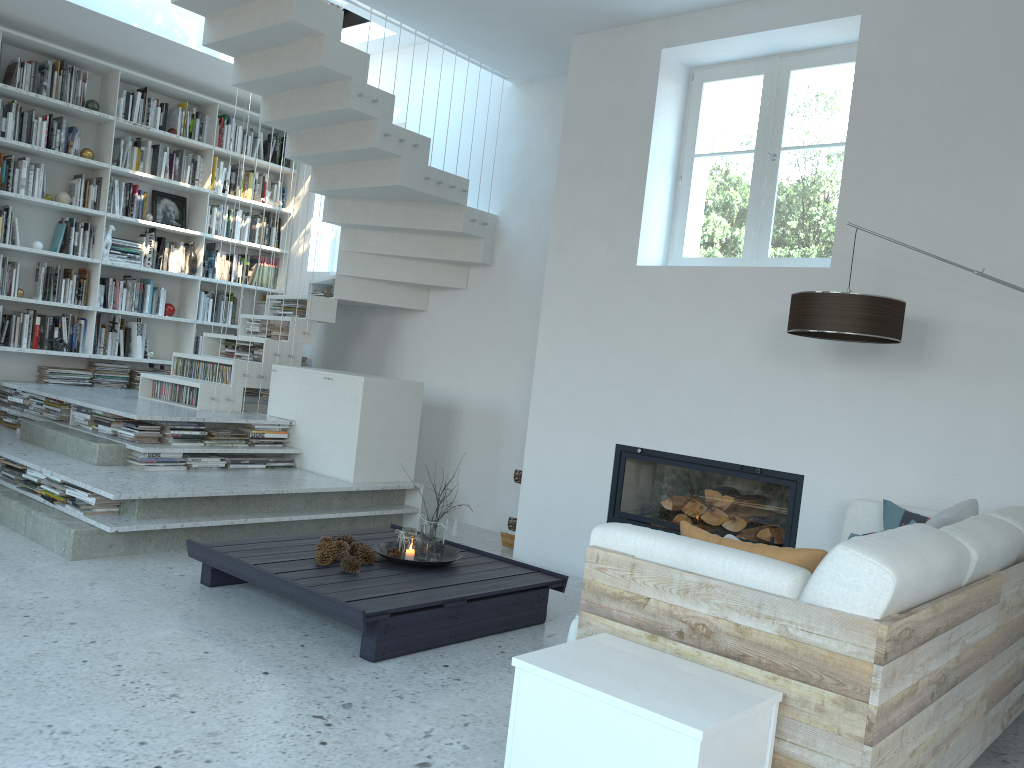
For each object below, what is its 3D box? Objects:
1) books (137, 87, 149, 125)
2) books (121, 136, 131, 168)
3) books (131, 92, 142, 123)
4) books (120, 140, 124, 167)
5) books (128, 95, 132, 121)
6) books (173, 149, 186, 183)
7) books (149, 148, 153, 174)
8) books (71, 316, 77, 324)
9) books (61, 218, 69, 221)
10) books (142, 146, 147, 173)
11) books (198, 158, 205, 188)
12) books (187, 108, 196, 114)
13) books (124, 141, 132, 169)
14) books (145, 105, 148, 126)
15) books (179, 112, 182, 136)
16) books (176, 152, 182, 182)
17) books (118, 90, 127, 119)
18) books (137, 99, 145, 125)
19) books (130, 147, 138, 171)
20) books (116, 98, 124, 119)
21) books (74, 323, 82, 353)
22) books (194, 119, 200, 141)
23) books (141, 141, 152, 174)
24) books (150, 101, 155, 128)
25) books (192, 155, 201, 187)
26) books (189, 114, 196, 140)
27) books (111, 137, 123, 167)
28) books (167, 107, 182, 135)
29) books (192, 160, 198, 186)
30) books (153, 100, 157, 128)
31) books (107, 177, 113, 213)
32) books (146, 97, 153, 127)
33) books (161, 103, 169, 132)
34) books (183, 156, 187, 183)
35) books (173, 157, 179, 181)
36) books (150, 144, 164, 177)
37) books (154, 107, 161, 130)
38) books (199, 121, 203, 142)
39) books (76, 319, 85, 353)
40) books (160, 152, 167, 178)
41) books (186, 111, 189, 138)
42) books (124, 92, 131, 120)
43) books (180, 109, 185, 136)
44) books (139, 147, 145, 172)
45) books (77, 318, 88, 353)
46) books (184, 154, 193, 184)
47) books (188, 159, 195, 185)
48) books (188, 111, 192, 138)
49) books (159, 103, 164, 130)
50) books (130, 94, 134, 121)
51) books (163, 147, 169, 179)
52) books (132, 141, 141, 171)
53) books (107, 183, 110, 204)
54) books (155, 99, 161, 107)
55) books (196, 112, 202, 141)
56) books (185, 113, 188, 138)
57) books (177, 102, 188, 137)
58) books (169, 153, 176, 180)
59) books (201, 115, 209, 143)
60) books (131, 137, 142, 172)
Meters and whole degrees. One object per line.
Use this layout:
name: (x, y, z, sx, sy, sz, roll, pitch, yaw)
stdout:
books: (-2.992, -2.218, 7.148, 0.180, 0.332, 0.014, 8, 2, 40)
books: (-3.119, -1.837, 7.082, 0.166, 0.282, 0.052, 8, 2, 41)
books: (-3.041, -2.196, 7.108, 0.150, 0.278, 0.048, 8, 2, 41)
books: (-3.142, -1.816, 7.059, 0.141, 0.237, 0.013, 8, 2, 40)
books: (-3.085, -2.176, 7.060, 0.168, 0.231, 0.024, 8, 2, 41)
books: (-2.800, -1.812, 7.429, 0.180, 0.294, 0.022, 8, 2, 40)
books: (-2.989, -1.802, 7.241, 0.142, 0.238, 0.025, 8, 2, 40)
books: (-3.459, -0.395, 6.946, 0.143, 0.282, 0.012, 8, 2, 40)
books: (-3.452, -1.135, 6.831, 0.135, 0.290, 0.016, 8, 2, 40)
books: (-3.030, -1.805, 7.210, 0.146, 0.236, 0.024, 8, 2, 40)
books: (-2.696, -1.787, 7.574, 0.169, 0.265, 0.031, 8, 2, 41)
books: (-2.727, -2.176, 7.491, 0.131, 0.299, 0.020, 8, 2, 40)
books: (-3.102, -1.819, 7.118, 0.130, 0.251, 0.026, 8, 2, 40)
books: (-3.001, -2.163, 7.182, 0.133, 0.220, 0.030, 8, 2, 41)
books: (-2.805, -2.144, 7.379, 0.182, 0.220, 0.008, 8, 2, 41)
books: (-2.827, -1.799, 7.422, 0.156, 0.264, 0.023, 8, 2, 40)
books: (-3.114, -2.189, 7.019, 0.177, 0.250, 0.025, 8, 2, 41)
books: (-3.020, -2.170, 7.139, 0.148, 0.231, 0.030, 8, 2, 41)
books: (-3.071, -1.794, 7.123, 0.175, 0.207, 0.025, 8, 2, 41)
books: (-3.125, -2.155, 6.995, 0.189, 0.182, 0.022, 8, 2, 41)
books: (-3.427, -0.363, 6.941, 0.175, 0.228, 0.025, 8, 2, 41)
books: (-2.706, -2.129, 7.501, 0.169, 0.210, 0.029, 8, 2, 41)
books: (-2.995, -1.827, 7.215, 0.156, 0.288, 0.026, 8, 2, 40)
books: (-2.961, -2.167, 7.199, 0.172, 0.236, 0.022, 8, 2, 41)
books: (-2.715, -1.799, 7.554, 0.147, 0.284, 0.026, 8, 2, 40)
books: (-2.728, -2.144, 7.465, 0.186, 0.235, 0.018, 8, 2, 41)
books: (-3.151, -1.825, 7.050, 0.160, 0.254, 0.012, 8, 2, 40)
books: (-2.809, -2.162, 7.367, 0.169, 0.256, 0.019, 8, 2, 40)
books: (-2.736, -1.776, 7.539, 0.158, 0.234, 0.022, 8, 2, 41)
books: (-2.952, -2.175, 7.221, 0.151, 0.254, 0.021, 8, 2, 40)
books: (-3.218, -1.487, 7.034, 0.140, 0.301, 0.015, 8, 2, 40)
books: (-2.970, -2.181, 7.185, 0.168, 0.262, 0.014, 8, 2, 40)
books: (-2.890, -2.171, 7.288, 0.164, 0.257, 0.030, 8, 2, 41)
books: (-2.791, -1.788, 7.460, 0.151, 0.249, 0.011, 8, 2, 40)
books: (-2.840, -1.777, 7.396, 0.165, 0.217, 0.031, 8, 2, 41)
books: (-2.930, -1.809, 7.228, 0.245, 0.265, 0.032, 8, 2, 41)
books: (-2.930, -2.147, 7.230, 0.190, 0.202, 0.024, 8, 2, 41)
books: (-2.688, -2.129, 7.558, 0.131, 0.211, 0.031, 8, 2, 41)
books: (-3.414, -0.377, 6.964, 0.156, 0.258, 0.026, 8, 2, 40)
books: (-2.910, -1.790, 7.297, 0.187, 0.230, 0.030, 8, 2, 41)
books: (-2.759, -2.154, 7.437, 0.164, 0.249, 0.031, 8, 2, 41)
books: (-3.094, -2.182, 7.036, 0.184, 0.242, 0.026, 8, 2, 41)
books: (-2.794, -2.159, 7.398, 0.188, 0.252, 0.016, 8, 2, 41)
books: (-3.037, -1.800, 7.180, 0.157, 0.224, 0.030, 8, 2, 41)
books: (-3.397, -0.383, 6.983, 0.171, 0.272, 0.025, 8, 2, 40)
books: (-2.768, -1.797, 7.472, 0.177, 0.272, 0.036, 8, 2, 41)
books: (-2.754, -1.781, 7.502, 0.162, 0.241, 0.030, 8, 2, 41)
books: (-2.754, -2.158, 7.465, 0.146, 0.257, 0.017, 8, 2, 40)
books: (-2.914, -2.172, 7.281, 0.160, 0.254, 0.012, 8, 2, 40)
books: (-3.080, -2.186, 7.091, 0.140, 0.249, 0.027, 8, 2, 40)
books: (-2.892, -1.815, 7.356, 0.162, 0.283, 0.048, 8, 2, 41)
books: (-3.054, -1.819, 7.145, 0.167, 0.261, 0.026, 8, 2, 41)
books: (-3.245, -1.466, 7.027, 0.128, 0.253, 0.030, 8, 2, 40)
books: (-2.934, -2.186, 7.259, 0.153, 0.279, 0.012, 8, 2, 40)
books: (-2.698, -2.164, 7.532, 0.136, 0.279, 0.025, 8, 2, 40)
books: (-2.766, -2.143, 7.419, 0.170, 0.226, 0.007, 8, 2, 41)
books: (-2.771, -2.191, 7.418, 0.165, 0.321, 0.007, 8, 2, 40)
books: (-2.857, -1.790, 7.364, 0.189, 0.240, 0.014, 8, 2, 41)
books: (-2.650, -2.151, 7.565, 0.163, 0.263, 0.026, 8, 2, 40)
books: (-3.047, -1.837, 7.164, 0.162, 0.296, 0.011, 8, 2, 40)
